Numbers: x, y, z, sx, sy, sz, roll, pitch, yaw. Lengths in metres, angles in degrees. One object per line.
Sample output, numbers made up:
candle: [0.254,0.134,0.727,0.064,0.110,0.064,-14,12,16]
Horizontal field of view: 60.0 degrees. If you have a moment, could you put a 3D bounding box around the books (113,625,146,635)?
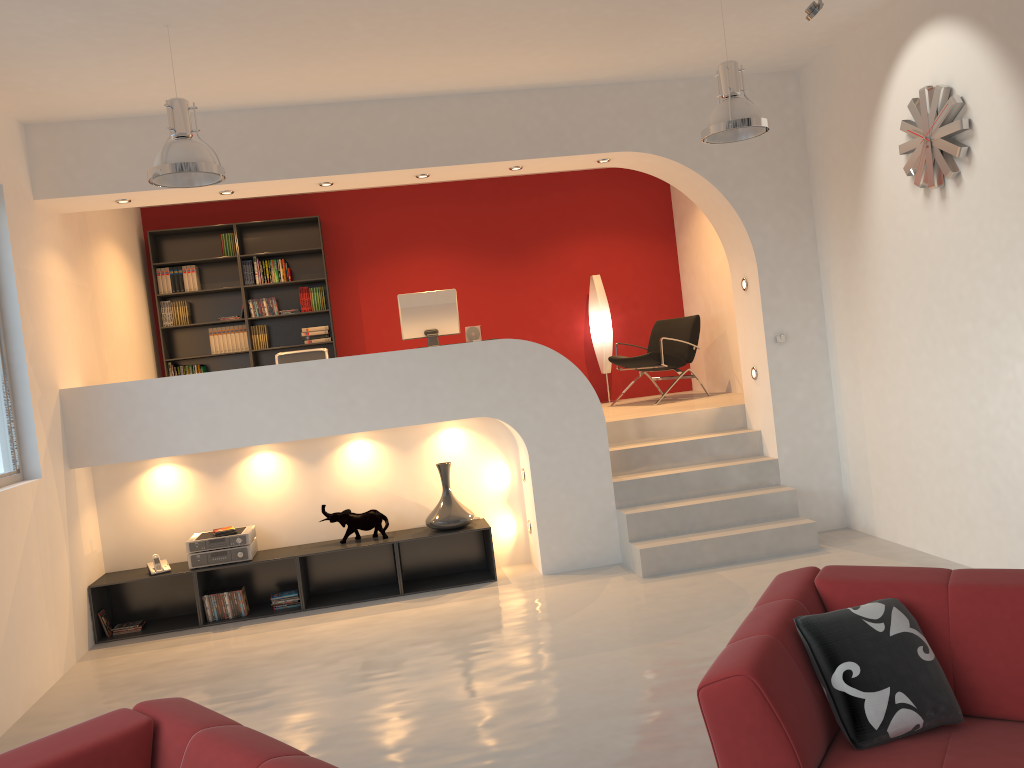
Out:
books: [-2.674,1.717,6.203,0.190,0.015,0.135,-7,2,-9]

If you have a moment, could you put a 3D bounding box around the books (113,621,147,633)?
books: [-2.671,1.701,6.203,0.190,0.015,0.135,-7,2,-9]

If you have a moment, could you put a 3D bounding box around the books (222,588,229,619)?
books: [-2.010,1.549,6.256,0.031,0.190,0.135,-7,2,-9]

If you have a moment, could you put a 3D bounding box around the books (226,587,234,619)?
books: [-1.981,1.545,6.260,0.031,0.190,0.135,-7,2,-9]

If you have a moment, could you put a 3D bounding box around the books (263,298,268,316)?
books: [-2.471,-0.763,8.917,0.031,0.190,0.135,-7,2,-9]

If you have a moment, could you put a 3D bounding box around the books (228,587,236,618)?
books: [-1.966,1.543,6.262,0.031,0.190,0.135,-7,2,-9]

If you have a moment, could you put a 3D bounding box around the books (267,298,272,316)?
books: [-2.427,-0.769,8.924,0.031,0.190,0.135,-7,2,-9]

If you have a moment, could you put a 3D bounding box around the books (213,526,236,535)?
books: [-2.043,1.040,6.299,0.135,0.015,0.190,-7,2,-24]

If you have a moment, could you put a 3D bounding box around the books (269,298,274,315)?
books: [-2.413,-0.771,8.926,0.031,0.190,0.135,-7,2,-9]

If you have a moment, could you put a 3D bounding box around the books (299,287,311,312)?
books: [-2.089,-0.843,8.969,0.090,0.256,0.181,-7,2,-9]

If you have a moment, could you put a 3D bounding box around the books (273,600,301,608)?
books: [-1.609,1.571,6.371,0.190,0.015,0.135,-7,2,-9]

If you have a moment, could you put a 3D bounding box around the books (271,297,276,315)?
books: [-2.398,-0.772,8.929,0.031,0.190,0.135,-7,2,-9]

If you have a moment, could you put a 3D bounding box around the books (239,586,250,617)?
books: [-1.893,1.534,6.274,0.031,0.190,0.135,-7,2,-9]

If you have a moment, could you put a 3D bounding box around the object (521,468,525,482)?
object: [0.086,0.691,6.732,0.011,0.105,0.105,-7,2,-9]

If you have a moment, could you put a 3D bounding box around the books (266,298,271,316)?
books: [-2.442,-0.767,8.922,0.031,0.190,0.135,-7,2,-9]

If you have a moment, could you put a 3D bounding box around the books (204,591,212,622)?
books: [-2.128,1.563,6.237,0.031,0.190,0.135,-7,2,-9]

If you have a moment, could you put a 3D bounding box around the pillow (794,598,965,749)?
pillow: [1.098,0.855,2.663,0.402,0.343,0.288,-7,2,-16]

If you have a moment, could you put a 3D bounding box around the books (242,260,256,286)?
books: [-2.629,-1.096,8.880,0.090,0.256,0.181,-7,2,-9]

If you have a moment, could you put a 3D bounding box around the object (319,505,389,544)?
object: [-1.153,1.001,6.483,0.507,0.296,0.191,-6,2,7]

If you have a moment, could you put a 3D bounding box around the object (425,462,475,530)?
object: [-0.478,0.826,6.564,0.369,0.481,0.369,-8,2,-44]

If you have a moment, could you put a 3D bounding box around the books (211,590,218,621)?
books: [-2.084,1.558,6.244,0.031,0.190,0.135,-7,2,-9]

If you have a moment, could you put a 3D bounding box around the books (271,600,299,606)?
books: [-1.621,1.557,6.369,0.190,0.015,0.135,-7,2,-4]

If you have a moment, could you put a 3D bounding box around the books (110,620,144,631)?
books: [-2.688,1.688,6.200,0.190,0.015,0.135,-7,2,-9]

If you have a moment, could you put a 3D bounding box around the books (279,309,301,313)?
books: [-2.241,-0.734,8.954,0.190,0.015,0.135,-7,2,-4]

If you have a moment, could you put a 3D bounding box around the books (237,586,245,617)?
books: [-1.907,1.536,6.272,0.031,0.190,0.135,-7,2,-9]

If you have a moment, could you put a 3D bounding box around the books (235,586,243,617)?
books: [-1.922,1.538,6.269,0.031,0.190,0.135,-7,2,-9]

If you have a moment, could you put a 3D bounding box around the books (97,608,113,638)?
books: [-2.805,1.652,6.130,0.063,0.187,0.135,-7,2,-9]

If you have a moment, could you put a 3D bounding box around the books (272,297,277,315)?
books: [-2.383,-0.774,8.931,0.031,0.190,0.135,-7,2,-9]

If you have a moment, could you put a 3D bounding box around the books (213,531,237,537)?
books: [-2.036,1.054,6.291,0.135,0.015,0.190,-8,2,-29]

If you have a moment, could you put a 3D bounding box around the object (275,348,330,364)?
object: [-1.607,-0.153,6.876,0.397,0.217,0.458,-7,2,-9]

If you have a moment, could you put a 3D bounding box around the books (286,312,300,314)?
books: [-2.234,-0.704,8.956,0.190,0.015,0.135,-7,2,-14]

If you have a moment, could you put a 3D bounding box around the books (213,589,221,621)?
books: [-2.069,1.556,6.246,0.031,0.190,0.135,-7,2,-9]

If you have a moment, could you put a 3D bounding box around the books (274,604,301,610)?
books: [-1.613,1.587,6.370,0.190,0.015,0.135,-7,2,-14]

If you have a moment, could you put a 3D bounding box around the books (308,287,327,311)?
books: [-1.969,-0.850,8.987,0.146,0.240,0.170,-7,2,-9]

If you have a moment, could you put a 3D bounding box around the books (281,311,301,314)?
books: [-2.229,-0.720,8.956,0.190,0.015,0.135,-7,2,-9]

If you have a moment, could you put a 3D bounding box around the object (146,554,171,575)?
object: [-2.461,1.245,6.170,0.130,0.117,0.146,-8,2,-34]

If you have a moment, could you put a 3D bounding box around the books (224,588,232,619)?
books: [-1.996,1.547,6.258,0.031,0.190,0.135,-7,2,-9]

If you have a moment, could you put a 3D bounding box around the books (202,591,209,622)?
books: [-2.143,1.565,6.235,0.031,0.190,0.135,-7,2,-9]

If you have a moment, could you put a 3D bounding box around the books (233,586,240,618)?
books: [-1.937,1.540,6.267,0.031,0.190,0.135,-7,2,-9]

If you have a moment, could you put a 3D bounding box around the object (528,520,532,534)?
object: [0.133,1.088,6.744,0.011,0.105,0.105,-7,2,-9]

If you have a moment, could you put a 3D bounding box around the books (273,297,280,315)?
books: [-2.369,-0.776,8.933,0.031,0.190,0.135,-7,2,-9]

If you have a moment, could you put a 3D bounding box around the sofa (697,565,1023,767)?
sofa: [1.526,0.990,2.414,1.929,0.738,0.951,-6,2,31]

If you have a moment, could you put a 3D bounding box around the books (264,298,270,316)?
books: [-2.457,-0.765,8.919,0.031,0.190,0.135,-7,2,-9]

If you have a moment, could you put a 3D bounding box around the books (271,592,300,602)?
books: [-1.621,1.527,6.361,0.190,0.015,0.135,-7,2,-9]

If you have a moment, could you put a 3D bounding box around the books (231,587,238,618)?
books: [-1.951,1.541,6.265,0.031,0.190,0.135,-7,2,-9]

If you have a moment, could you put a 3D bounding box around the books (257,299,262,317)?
books: [-2.530,-0.756,8.908,0.031,0.190,0.135,-7,2,-9]

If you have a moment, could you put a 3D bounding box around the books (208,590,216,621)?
books: [-2.099,1.560,6.242,0.031,0.190,0.135,-7,2,-9]

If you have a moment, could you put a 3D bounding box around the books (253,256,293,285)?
books: [-2.394,-1.139,8.893,0.341,0.286,0.231,-7,2,-9]

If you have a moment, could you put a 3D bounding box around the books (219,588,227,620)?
books: [-2.025,1.550,6.253,0.031,0.190,0.135,-7,2,-9]

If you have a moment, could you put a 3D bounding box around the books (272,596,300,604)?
books: [-1.616,1.542,6.369,0.190,0.015,0.135,-7,2,-9]

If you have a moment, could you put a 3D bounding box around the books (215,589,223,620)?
books: [-2.054,1.554,6.249,0.031,0.190,0.135,-7,2,-9]

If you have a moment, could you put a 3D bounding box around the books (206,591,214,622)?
books: [-2.113,1.561,6.239,0.031,0.190,0.135,-7,2,-9]

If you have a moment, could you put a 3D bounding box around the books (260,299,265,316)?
books: [-2.501,-0.760,8.912,0.031,0.190,0.135,-7,2,-9]

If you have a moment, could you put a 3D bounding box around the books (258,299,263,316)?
books: [-2.516,-0.758,8.910,0.031,0.190,0.135,-7,2,-9]

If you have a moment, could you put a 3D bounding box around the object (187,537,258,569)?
object: [-2.055,1.201,6.314,0.430,0.100,0.365,-7,2,-9]

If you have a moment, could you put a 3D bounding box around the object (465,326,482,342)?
object: [-0.311,-0.384,7.050,0.133,0.147,0.151,-8,2,-25]

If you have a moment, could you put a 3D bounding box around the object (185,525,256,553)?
object: [-2.068,1.104,6.319,0.430,0.077,0.349,-7,2,-9]

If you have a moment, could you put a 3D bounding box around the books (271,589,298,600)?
books: [-1.633,1.514,6.366,0.190,0.015,0.135,-7,2,-14]

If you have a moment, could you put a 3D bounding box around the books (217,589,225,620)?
books: [-2.040,1.552,6.251,0.031,0.190,0.135,-7,2,-9]

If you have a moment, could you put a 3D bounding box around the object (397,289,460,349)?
object: [-0.644,-0.495,6.944,0.458,0.452,0.230,-7,2,-9]
